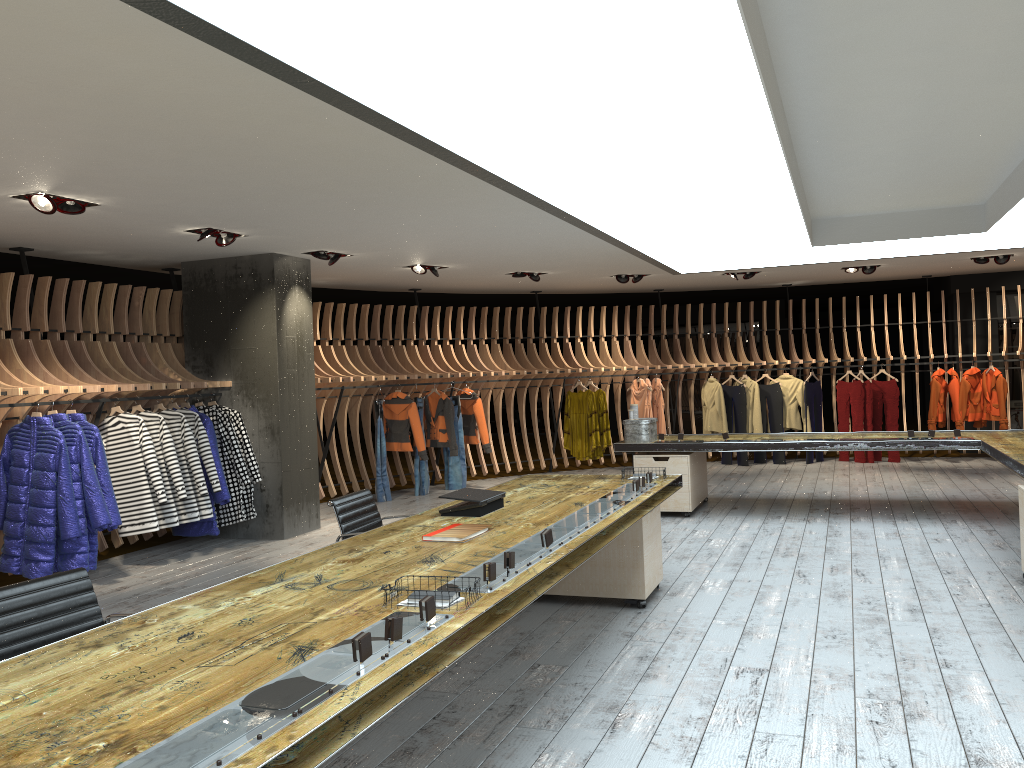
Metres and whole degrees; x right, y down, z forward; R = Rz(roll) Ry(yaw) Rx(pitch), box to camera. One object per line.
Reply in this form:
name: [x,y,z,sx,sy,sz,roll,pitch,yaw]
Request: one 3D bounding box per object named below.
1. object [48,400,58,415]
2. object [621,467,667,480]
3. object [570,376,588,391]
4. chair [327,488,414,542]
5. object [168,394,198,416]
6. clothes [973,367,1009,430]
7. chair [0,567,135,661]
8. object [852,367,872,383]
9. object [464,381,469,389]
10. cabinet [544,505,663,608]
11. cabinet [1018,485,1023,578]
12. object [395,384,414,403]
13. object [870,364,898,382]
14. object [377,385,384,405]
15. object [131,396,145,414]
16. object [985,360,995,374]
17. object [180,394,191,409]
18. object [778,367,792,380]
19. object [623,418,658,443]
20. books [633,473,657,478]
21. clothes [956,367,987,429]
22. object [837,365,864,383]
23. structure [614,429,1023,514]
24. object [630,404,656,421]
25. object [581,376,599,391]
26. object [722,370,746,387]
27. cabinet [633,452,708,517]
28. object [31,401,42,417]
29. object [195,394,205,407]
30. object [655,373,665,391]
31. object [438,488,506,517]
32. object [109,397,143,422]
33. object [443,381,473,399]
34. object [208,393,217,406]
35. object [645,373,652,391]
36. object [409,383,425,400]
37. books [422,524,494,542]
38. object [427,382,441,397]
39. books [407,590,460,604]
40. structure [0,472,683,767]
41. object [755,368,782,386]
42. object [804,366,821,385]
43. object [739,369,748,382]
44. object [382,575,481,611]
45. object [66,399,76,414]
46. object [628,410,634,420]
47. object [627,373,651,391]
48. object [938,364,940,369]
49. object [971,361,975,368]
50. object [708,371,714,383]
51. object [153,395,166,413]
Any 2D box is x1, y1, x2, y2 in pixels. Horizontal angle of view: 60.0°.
object: [-3.558,0.269,6.892,0.523,0.291,0.012,-2,0,21]
object: [0.918,0.627,6.164,0.302,0.074,0.217,-2,1,15]
object: [0.984,0.018,12.983,0.012,0.270,0.525,-2,0,-39]
chair: [-0.656,1.051,5.025,0.667,0.859,0.693,-2,0,7]
object: [-3.082,0.248,8.122,0.517,0.313,0.012,-2,0,21]
clothes: [6.780,0.197,12.524,0.201,0.881,0.839,-2,0,1]
chair: [-1.427,1.105,2.953,0.667,0.859,0.693,-2,0,17]
object: [5.206,-0.155,13.212,0.012,0.270,0.525,-2,0,-9]
object: [-0.616,0.088,12.066,0.012,0.270,0.525,-2,0,-39]
cabinet: [0.404,1.112,6.043,1.131,0.630,0.593,-2,0,21]
cabinet: [3.836,0.982,5.478,1.131,0.630,0.593,-2,0,21]
object: [-1.451,0.129,11.299,0.525,0.270,0.012,-2,0,36]
object: [5.482,-0.165,13.127,0.012,0.270,0.525,-2,0,-29]
object: [-1.643,0.129,11.056,0.023,0.243,0.549,-2,0,2]
object: [-3.238,0.258,7.709,0.517,0.313,0.012,-2,0,21]
object: [6.781,-0.209,12.546,0.012,0.270,0.525,-2,0,1]
object: [-3.067,0.225,8.330,0.525,0.270,0.012,-2,0,21]
object: [4.152,-0.116,13.420,0.012,0.270,0.525,-2,0,-44]
object: [1.368,0.492,9.426,0.303,0.239,0.498,-2,0,21]
books: [0.921,0.637,6.160,0.155,0.025,0.110,-2,1,16]
clothes: [6.572,0.204,12.657,0.839,0.881,0.200,-2,0,-39]
object: [5.047,-0.149,13.258,0.012,0.270,0.525,-2,0,-24]
structure: [0.475,1.061,0.749,4.835,0.844,18.479,-2,1,21]
object: [1.378,0.313,9.363,0.262,0.204,0.088,-2,0,19]
object: [1.152,0.010,13.056,0.012,0.270,0.525,-2,0,-39]
object: [3.339,-0.082,13.451,0.012,0.270,0.525,-2,0,-34]
cabinet: [1.713,1.022,9.506,0.593,0.630,1.132,-2,0,21]
object: [-3.639,0.279,6.772,0.523,0.292,0.012,-2,0,21]
object: [-2.958,0.250,8.459,0.516,0.316,0.012,-2,0,21]
object: [2.175,-0.037,13.328,0.012,0.270,0.525,-2,0,-14]
object: [-0.218,0.659,4.964,0.261,0.111,0.373,-2,1,21]
object: [-3.321,0.264,7.489,0.517,0.313,0.012,-2,0,21]
object: [-0.805,0.086,11.912,0.549,0.243,0.023,-2,0,-3]
object: [-2.895,0.243,8.636,0.517,0.313,0.012,-2,0,21]
object: [2.013,-0.030,13.310,0.012,0.270,0.525,-2,0,-9]
object: [-1.237,0.108,11.506,0.023,0.243,0.549,-2,0,17]
books: [-0.253,0.711,4.251,0.213,0.026,0.366,-2,1,21]
object: [-1.026,0.111,11.712,0.525,0.270,0.012,-2,0,41]
books: [-0.265,0.719,2.996,0.155,0.025,0.110,-2,1,16]
structure: [-1.167,1.117,1.598,1.162,0.844,10.453,-2,1,21]
object: [3.842,-0.102,13.433,0.012,0.270,0.525,-2,0,-44]
object: [4.526,-0.132,13.365,0.525,0.270,0.012,-3,0,-44]
object: [3.538,-0.089,13.460,0.012,0.270,0.525,-2,0,-24]
object: [-0.268,0.708,3.000,0.302,0.071,0.209,-2,1,15]
object: [-3.511,0.257,7.065,0.525,0.270,0.012,-2,0,21]
object: [1.251,0.325,9.319,0.062,0.109,0.062,-2,0,-13]
object: [1.897,-0.025,13.282,0.012,0.270,0.525,-2,0,-34]
object: [6.186,-0.189,12.853,0.012,0.270,0.525,-3,0,36]
object: [6.583,-0.203,12.658,0.525,0.270,0.012,-3,0,-39]
object: [3.030,-0.069,13.443,0.012,0.270,0.525,-2,0,-14]
object: [-3.145,0.252,7.955,0.517,0.313,0.012,-2,0,21]
